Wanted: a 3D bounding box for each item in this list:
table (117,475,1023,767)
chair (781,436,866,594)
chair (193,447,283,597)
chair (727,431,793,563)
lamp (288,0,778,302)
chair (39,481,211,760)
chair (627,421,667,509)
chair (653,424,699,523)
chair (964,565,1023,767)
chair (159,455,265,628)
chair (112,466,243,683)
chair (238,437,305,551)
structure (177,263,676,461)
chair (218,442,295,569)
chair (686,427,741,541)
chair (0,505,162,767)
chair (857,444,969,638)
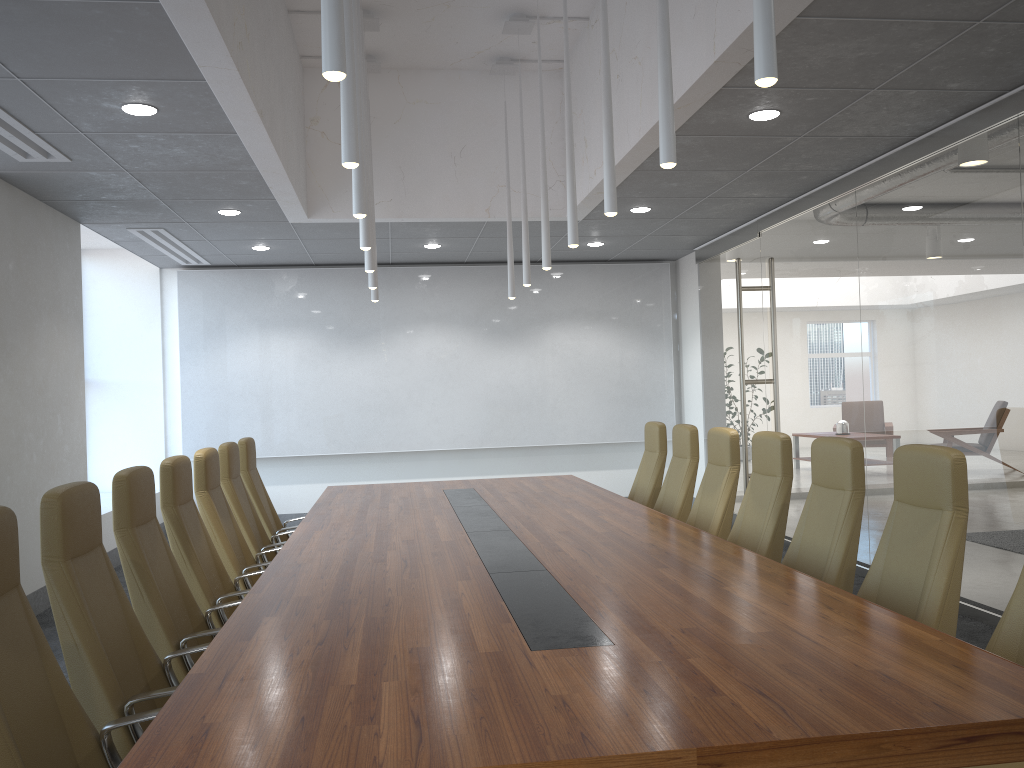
[{"bbox_3d":[-0.120,1.301,5.142,2.300,0.895,6.500,-2,-1,-8],"label":"table"},{"bbox_3d":[1.272,0.991,4.533,0.955,1.406,0.711,-2,-1,-8],"label":"chair"},{"bbox_3d":[-1.522,1.102,5.789,0.955,1.406,0.711,-2,-1,-8],"label":"chair"},{"bbox_3d":[1.166,1.005,5.325,0.955,1.406,0.711,-2,-1,-8],"label":"chair"},{"bbox_3d":[-0.234,-2.057,5.183,2.619,2.378,7.258,-2,-1,-8],"label":"lamp"},{"bbox_3d":[-1.199,1.061,3.384,0.955,1.406,0.711,-2,-1,-8],"label":"chair"},{"bbox_3d":[0.846,1.045,7.708,0.955,1.406,0.711,-2,-1,-8],"label":"chair"},{"bbox_3d":[0.952,1.031,6.915,0.955,1.406,0.711,-2,-1,-8],"label":"chair"},{"bbox_3d":[1.554,0.962,2.946,0.955,1.406,0.711,-2,-1,-8],"label":"chair"},{"bbox_3d":[-1.414,1.089,4.982,0.955,1.406,0.711,-2,-1,-8],"label":"chair"},{"bbox_3d":[-1.307,1.075,4.185,0.955,1.406,0.711,-2,-1,-8],"label":"chair"},{"bbox_3d":[-1.731,1.129,7.348,0.955,1.406,0.711,-2,-1,-8],"label":"chair"},{"bbox_3d":[-0.126,-0.460,5.175,6.600,2.466,13.989,-2,-1,-8],"label":"structure"},{"bbox_3d":[-1.625,1.115,6.558,0.955,1.406,0.711,-2,-1,-8],"label":"chair"},{"bbox_3d":[1.060,1.018,6.113,0.955,1.406,0.711,-2,-1,-8],"label":"chair"},{"bbox_3d":[-1.095,1.048,2.606,0.955,1.406,0.711,-2,-1,-8],"label":"chair"},{"bbox_3d":[1.378,0.978,3.744,0.955,1.406,0.711,-2,-1,-8],"label":"chair"}]
